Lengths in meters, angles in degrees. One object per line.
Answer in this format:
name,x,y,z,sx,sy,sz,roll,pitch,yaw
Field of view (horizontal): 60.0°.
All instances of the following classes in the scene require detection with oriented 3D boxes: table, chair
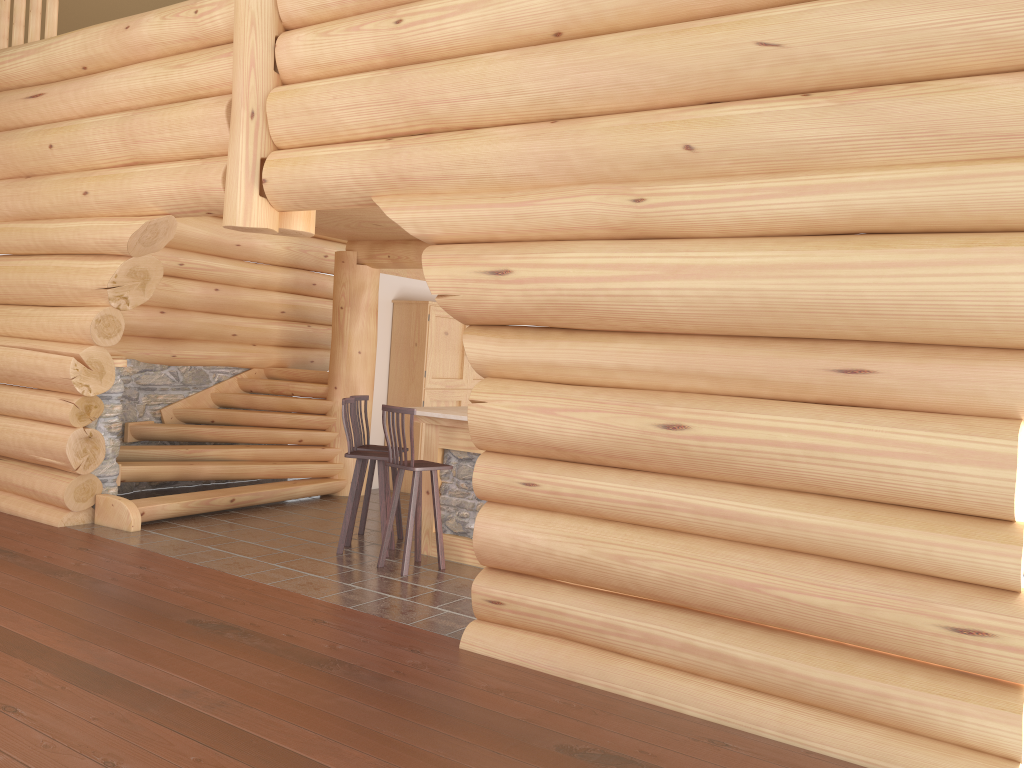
table,0.509,0.953,7.456,3.220,1.257,1.196,5,2,33
chair,-1.249,0.797,7.698,0.504,1.319,0.406,4,2,2
chair,-1.258,0.783,8.220,0.504,1.319,0.406,4,2,13
chair,-0.794,0.841,7.187,0.406,1.319,0.504,5,2,43

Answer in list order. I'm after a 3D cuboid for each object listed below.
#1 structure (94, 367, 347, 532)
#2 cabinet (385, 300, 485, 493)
structure,-3.343,0.442,9.871,1.951,1.643,3.604,5,2,27
cabinet,-0.831,0.170,11.885,0.670,2.403,1.847,5,2,33
